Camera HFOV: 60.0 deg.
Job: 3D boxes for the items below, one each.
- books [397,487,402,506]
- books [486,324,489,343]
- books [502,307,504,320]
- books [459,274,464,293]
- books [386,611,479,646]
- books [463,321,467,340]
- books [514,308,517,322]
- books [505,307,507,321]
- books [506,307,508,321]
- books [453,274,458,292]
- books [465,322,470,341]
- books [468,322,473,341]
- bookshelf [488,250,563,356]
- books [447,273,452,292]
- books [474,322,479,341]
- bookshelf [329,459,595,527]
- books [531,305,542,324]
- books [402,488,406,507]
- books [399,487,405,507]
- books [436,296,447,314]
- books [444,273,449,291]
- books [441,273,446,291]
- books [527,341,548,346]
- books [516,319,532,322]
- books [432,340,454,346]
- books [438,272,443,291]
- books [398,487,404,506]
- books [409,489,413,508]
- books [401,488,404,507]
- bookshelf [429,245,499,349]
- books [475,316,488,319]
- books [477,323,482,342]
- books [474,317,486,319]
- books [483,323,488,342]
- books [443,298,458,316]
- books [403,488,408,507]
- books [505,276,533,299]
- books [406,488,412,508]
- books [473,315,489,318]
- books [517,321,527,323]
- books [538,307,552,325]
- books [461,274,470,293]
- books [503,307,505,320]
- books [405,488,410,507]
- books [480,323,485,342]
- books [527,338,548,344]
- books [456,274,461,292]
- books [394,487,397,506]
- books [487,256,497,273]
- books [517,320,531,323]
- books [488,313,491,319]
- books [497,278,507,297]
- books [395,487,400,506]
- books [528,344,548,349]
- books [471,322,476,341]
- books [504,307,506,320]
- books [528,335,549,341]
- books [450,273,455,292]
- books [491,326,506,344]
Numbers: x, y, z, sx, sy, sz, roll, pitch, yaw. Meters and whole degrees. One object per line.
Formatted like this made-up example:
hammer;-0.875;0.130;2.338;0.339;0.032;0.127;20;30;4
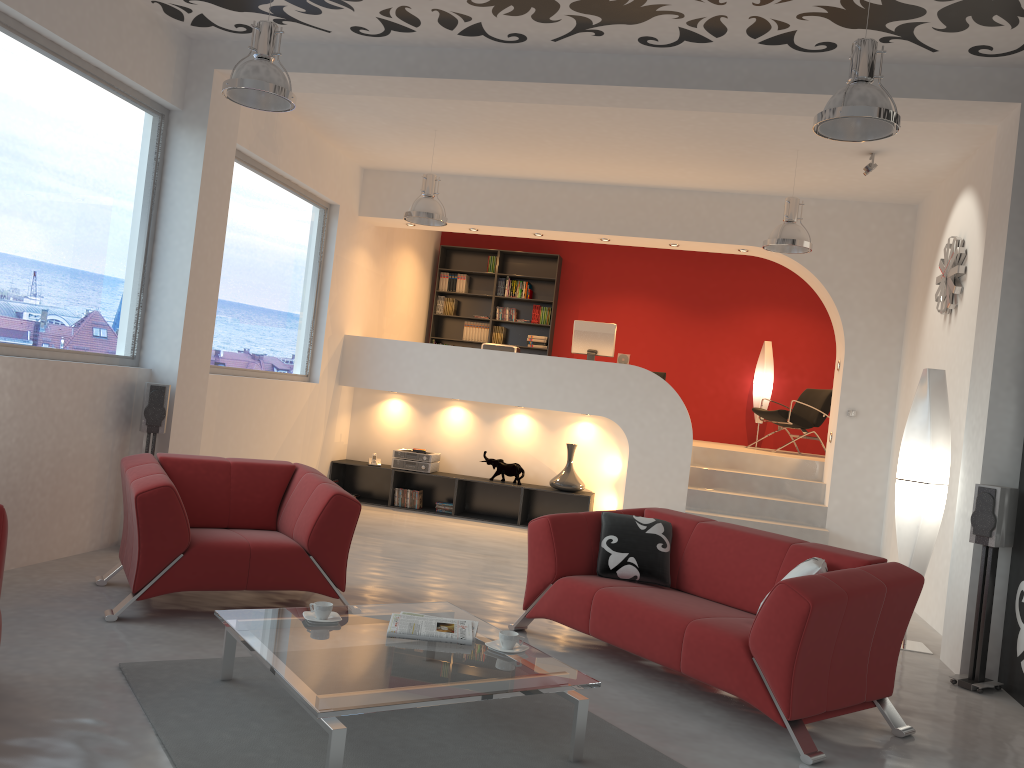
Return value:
books;-1.185;1.187;9.343;0.031;0.190;0.135;6;-1;12
books;-0.300;-0.676;11.998;0.040;0.260;0.200;6;-1;12
books;-0.110;-0.938;11.989;0.031;0.190;0.135;6;-1;12
books;-0.672;-1.354;12.097;0.040;0.260;0.200;6;-1;12
books;-0.331;1.009;3.666;0.367;0.035;0.345;7;-1;2
books;-0.616;-0.712;12.063;0.040;0.260;0.200;6;-1;12
books;0.050;-0.919;11.956;0.031;0.190;0.135;6;-1;12
books;-0.067;-0.933;11.980;0.031;0.190;0.135;6;-1;12
books;-0.052;-0.931;11.977;0.031;0.190;0.135;6;-1;12
books;-0.751;-1.363;12.114;0.040;0.260;0.200;6;-1;12
books;-0.576;-0.707;12.055;0.040;0.260;0.200;6;-1;12
books;-0.537;-0.703;12.046;0.040;0.260;0.200;6;-1;12
bookshelf;0.129;-0.641;11.876;0.816;2.213;0.305;6;-1;12
books;-0.830;-1.372;12.130;0.040;0.260;0.200;6;-1;12
books;-0.458;-0.694;12.030;0.040;0.260;0.200;6;-1;12
bookshelf;-0.545;1.169;9.288;2.764;0.397;0.405;6;-1;12
books;0.333;-0.921;11.891;0.090;0.256;0.181;6;-1;12
books;-1.127;1.193;9.331;0.031;0.190;0.135;6;-1;12
books;-1.156;1.190;9.337;0.031;0.190;0.135;6;-1;12
books;-0.961;-1.066;12.158;0.090;0.256;0.181;6;-1;12
books;-0.870;-1.377;12.138;0.040;0.260;0.200;6;-1;12
books;-0.909;-1.381;12.146;0.040;0.260;0.200;6;-1;12
books;0.345;-0.534;11.846;0.260;0.040;0.200;6;-1;12
books;0.164;-0.849;11.930;0.190;0.015;0.135;6;-1;17
books;-0.915;-0.440;12.102;0.341;0.286;0.231;6;-1;12
books;-0.948;-1.386;12.154;0.040;0.260;0.200;6;-1;12
books;-1.170;1.188;9.340;0.031;0.190;0.135;6;-1;12
books;-1.053;1.201;9.316;0.031;0.190;0.135;6;-1;12
books;-1.141;1.192;9.334;0.031;0.190;0.135;6;-1;12
bookshelf;-0.666;-0.731;12.040;0.816;2.213;0.305;6;-1;12
books;-0.401;-0.897;12.046;0.190;0.015;0.135;6;-1;12
books;-0.419;-0.690;12.022;0.040;0.260;0.200;6;-1;12
books;-0.411;-0.883;12.048;0.190;0.015;0.135;6;-1;12
books;-0.339;-0.681;12.006;0.040;0.260;0.200;6;-1;12
books;-0.844;-1.045;12.133;0.146;0.240;0.170;6;-1;12
books;-1.112;1.195;9.328;0.031;0.190;0.135;6;-1;12
books;0.097;-1.281;11.928;0.341;0.286;0.231;6;-1;12
books;-1.083;1.198;9.322;0.031;0.190;0.135;6;-1;12
books;-0.418;-0.914;12.050;0.190;0.015;0.135;6;-1;12
books;0.164;-0.819;11.929;0.190;0.015;0.135;6;-1;7
books;0.449;-0.900;11.866;0.146;0.240;0.170;6;-1;12
books;-0.632;-1.350;12.089;0.040;0.260;0.200;6;-1;12
books;-0.096;-0.936;11.986;0.031;0.190;0.135;6;-1;12
books;-1.097;1.196;9.325;0.031;0.190;0.135;6;-1;12
books;-0.379;-0.685;12.014;0.040;0.260;0.200;6;-1;12
books;0.345;-0.574;11.846;0.260;0.040;0.200;6;-1;11
books;-0.711;-1.359;12.105;0.040;0.260;0.200;6;-1;12
books;-1.214;1.183;9.349;0.031;0.190;0.135;6;-1;12
books;-0.242;-1.599;12.031;0.146;0.240;0.170;6;-1;12
books;0.172;-0.833;11.928;0.190;0.015;0.135;6;-1;12
books;-0.272;-0.954;12.022;0.063;0.187;0.135;6;-1;12
books;-0.130;-1.291;11.998;0.090;0.256;0.181;6;-1;12
books;-1.200;1.185;9.346;0.031;0.190;0.135;6;-1;12
books;0.359;-0.492;11.845;0.260;0.040;0.200;6;-1;13
books;-0.498;-0.699;12.038;0.040;0.260;0.200;6;-1;12
books;-0.081;-0.934;11.983;0.031;0.190;0.135;6;-1;12
books;0.357;-0.613;11.836;0.260;0.040;0.200;6;-1;12
books;-0.791;-1.368;12.122;0.040;0.260;0.200;6;-1;12
books;-0.176;-0.652;11.983;0.146;0.240;0.170;6;-1;12
